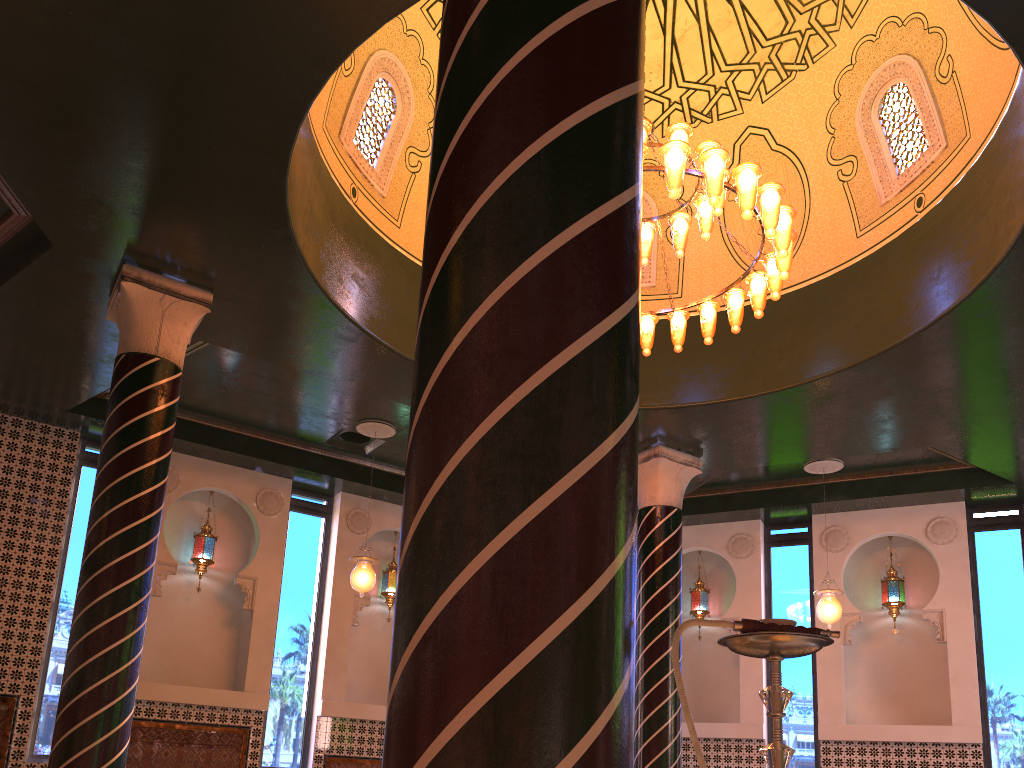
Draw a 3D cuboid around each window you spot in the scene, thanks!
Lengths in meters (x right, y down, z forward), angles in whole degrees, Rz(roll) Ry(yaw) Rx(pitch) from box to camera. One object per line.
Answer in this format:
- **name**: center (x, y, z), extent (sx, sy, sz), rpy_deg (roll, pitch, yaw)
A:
- **window**: center (-3.221, 3.741, 12.782), extent (0.791, 3.788, 0.094), rpy_deg (12, -17, -33)
- **window**: center (-5.594, 2.916, 11.259), extent (0.791, 3.788, 0.094), rpy_deg (12, -17, -33)
- **window**: center (1.174, -2.884, 7.787), extent (5.738, 1.102, 5.905), rpy_deg (2, -25, 3)
- **window**: center (4.286, 4.298, 13.186), extent (0.780, 3.788, 0.095), rpy_deg (-4, -16, 27)
- **window**: center (6.847, 3.839, 11.929), extent (0.780, 3.788, 0.095), rpy_deg (-4, -16, 27)

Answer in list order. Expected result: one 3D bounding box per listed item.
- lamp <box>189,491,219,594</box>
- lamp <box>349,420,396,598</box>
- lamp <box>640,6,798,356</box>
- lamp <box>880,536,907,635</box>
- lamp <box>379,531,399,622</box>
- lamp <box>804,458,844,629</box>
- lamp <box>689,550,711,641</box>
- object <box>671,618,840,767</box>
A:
- **lamp**: center (-4.376, 2.228, 12.316), extent (0.324, 1.482, 0.381), rpy_deg (3, -14, 1)
- **lamp**: center (-1.857, 1.645, 11.195), extent (0.536, 2.196, 0.531), rpy_deg (16, -20, -42)
- **lamp**: center (1.166, -2.903, 7.618), extent (2.509, 4.361, 2.586), rpy_deg (11, -18, -24)
- **lamp**: center (5.675, 2.978, 12.868), extent (0.364, 1.482, 0.339), rpy_deg (8, -15, -19)
- **lamp**: center (-1.927, 3.090, 13.912), extent (0.360, 1.482, 0.343), rpy_deg (3, -14, 1)
- **lamp**: center (4.261, 2.184, 11.707), extent (0.536, 2.196, 0.531), rpy_deg (16, -20, -42)
- **lamp**: center (3.071, 3.436, 14.127), extent (0.327, 1.482, 0.377), rpy_deg (-5, -17, 29)
- **object**: center (0.617, 1.212, 2.198), extent (0.470, 1.188, 0.311), rpy_deg (10, -16, -25)
